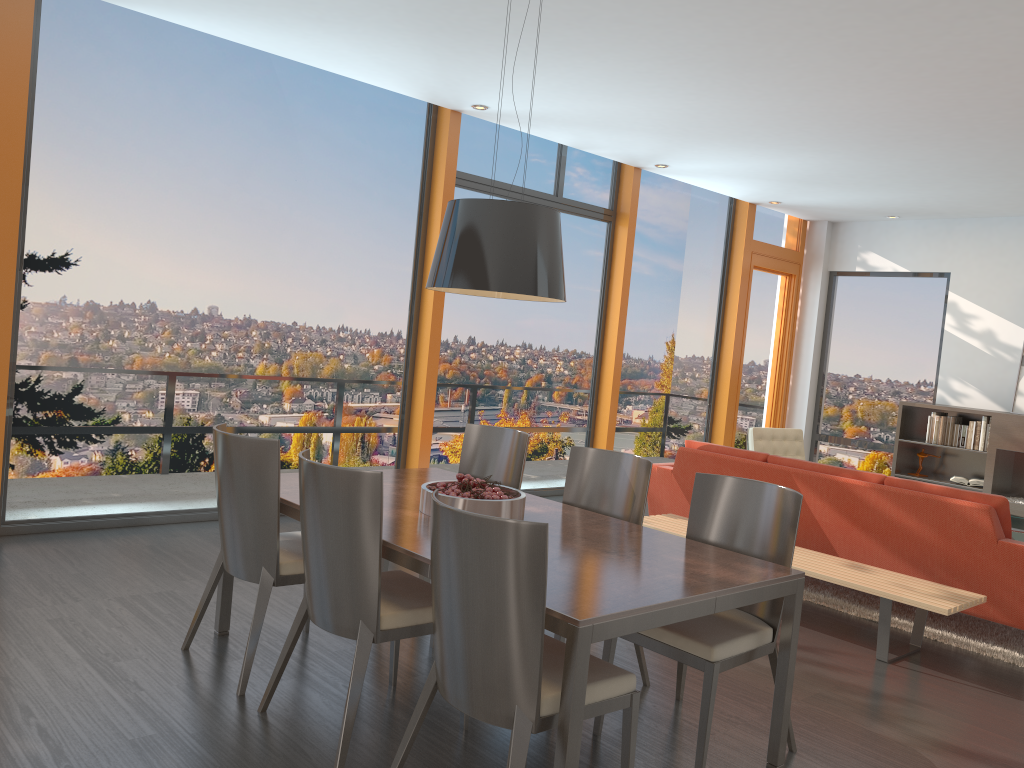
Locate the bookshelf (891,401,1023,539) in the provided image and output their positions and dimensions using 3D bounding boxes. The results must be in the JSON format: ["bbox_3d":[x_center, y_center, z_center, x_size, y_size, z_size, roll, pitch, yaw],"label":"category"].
[{"bbox_3d":[5.290,0.938,8.128,0.570,1.162,3.389,3,4,-43],"label":"bookshelf"}]

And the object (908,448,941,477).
[{"bbox_3d":[4.262,0.812,9.186,0.201,0.290,0.245,4,3,-23],"label":"object"}]

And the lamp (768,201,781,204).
[{"bbox_3d":[2.821,-1.948,9.532,0.129,0.010,0.129,6,3,2],"label":"lamp"}]

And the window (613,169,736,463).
[{"bbox_3d":[1.638,-0.570,9.271,1.843,3.345,0.070,3,4,-43],"label":"window"}]

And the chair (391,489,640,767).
[{"bbox_3d":[0.014,0.825,2.626,0.614,0.967,0.548,3,4,-43],"label":"chair"}]

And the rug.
[{"bbox_3d":[2.939,1.382,6.444,2.983,0.043,3.775,3,4,-43],"label":"rug"}]

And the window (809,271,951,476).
[{"bbox_3d":[4.192,-0.367,10.094,0.065,3.339,1.410,3,4,-43],"label":"window"}]

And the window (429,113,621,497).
[{"bbox_3d":[0.107,-0.641,7.859,2.104,3.345,0.070,3,4,-43],"label":"window"}]

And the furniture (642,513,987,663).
[{"bbox_3d":[1.550,1.147,5.097,0.492,0.357,2.007,3,4,-43],"label":"furniture"}]

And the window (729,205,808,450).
[{"bbox_3d":[2.885,-0.505,10.293,1.156,3.345,0.211,3,3,-43],"label":"window"}]

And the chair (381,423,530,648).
[{"bbox_3d":[-0.251,0.706,4.393,0.614,0.967,0.548,3,4,-43],"label":"chair"}]

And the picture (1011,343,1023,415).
[{"bbox_3d":[5.430,-0.309,8.270,0.269,1.338,1.209,3,4,-43],"label":"picture"}]

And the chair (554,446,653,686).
[{"bbox_3d":[0.264,0.785,3.832,0.614,0.967,0.548,3,4,-43],"label":"chair"}]

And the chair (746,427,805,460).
[{"bbox_3d":[2.568,0.841,8.057,0.700,0.816,0.707,4,3,-33],"label":"chair"}]

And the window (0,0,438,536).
[{"bbox_3d":[-1.819,-0.731,6.082,2.923,3.345,0.070,3,4,-43],"label":"window"}]

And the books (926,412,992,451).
[{"bbox_3d":[4.515,0.461,8.854,0.324,0.339,0.592,3,4,-43],"label":"books"}]

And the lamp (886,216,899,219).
[{"bbox_3d":[4.173,-1.829,9.725,0.129,0.010,0.129,6,3,2],"label":"lamp"}]

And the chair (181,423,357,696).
[{"bbox_3d":[-0.969,0.674,3.700,0.614,0.967,0.548,3,4,-43],"label":"chair"}]

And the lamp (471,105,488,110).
[{"bbox_3d":[-0.243,-2.090,6.706,0.129,0.010,0.129,6,3,2],"label":"lamp"}]

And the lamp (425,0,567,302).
[{"bbox_3d":[0.011,-1.141,3.517,0.567,1.579,0.567,5,3,-14],"label":"lamp"}]

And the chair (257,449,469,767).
[{"bbox_3d":[-0.500,0.746,3.188,0.614,0.967,0.548,3,4,-43],"label":"chair"}]

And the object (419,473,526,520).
[{"bbox_3d":[-0.157,0.450,3.612,0.427,0.154,0.427,6,3,1],"label":"object"}]

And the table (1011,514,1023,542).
[{"bbox_3d":[3.161,1.160,6.760,0.947,0.464,2.000,3,4,-42],"label":"table"}]

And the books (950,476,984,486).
[{"bbox_3d":[4.545,0.971,8.820,0.336,0.064,0.234,7,3,27],"label":"books"}]

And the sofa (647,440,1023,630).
[{"bbox_3d":[2.153,0.923,5.708,1.038,0.852,2.599,3,4,-43],"label":"sofa"}]

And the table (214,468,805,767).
[{"bbox_3d":[-0.148,0.915,3.551,1.171,0.764,2.153,3,4,-43],"label":"table"}]

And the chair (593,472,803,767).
[{"bbox_3d":[0.733,0.857,3.319,0.614,0.967,0.548,3,4,-43],"label":"chair"}]

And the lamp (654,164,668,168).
[{"bbox_3d":[1.382,-2.014,8.205,0.129,0.010,0.129,6,3,2],"label":"lamp"}]
